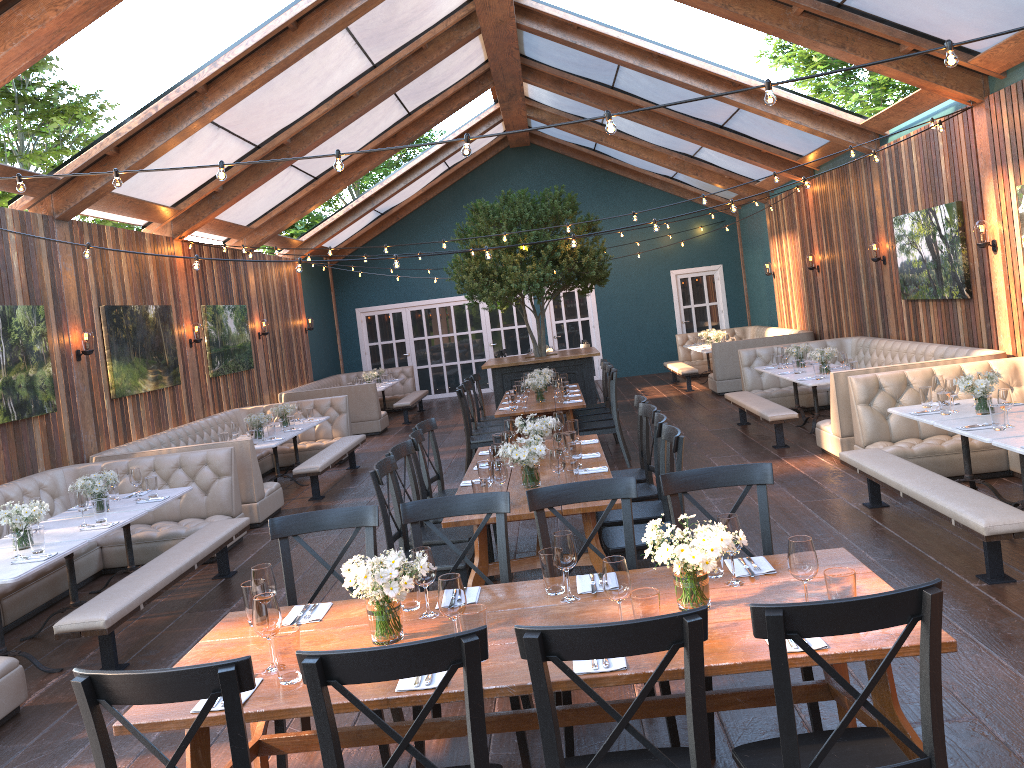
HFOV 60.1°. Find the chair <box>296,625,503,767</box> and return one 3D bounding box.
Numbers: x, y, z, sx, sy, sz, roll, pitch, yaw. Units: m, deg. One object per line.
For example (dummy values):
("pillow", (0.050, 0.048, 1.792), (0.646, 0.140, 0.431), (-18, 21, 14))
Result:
("chair", (-0.247, 1.124, 2.385), (0.477, 1.019, 0.540), (-7, 2, -2))

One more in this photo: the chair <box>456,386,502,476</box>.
("chair", (-0.312, 0.520, 9.554), (0.540, 1.019, 0.478), (-7, 2, -2))

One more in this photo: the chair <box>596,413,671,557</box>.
("chair", (0.789, 0.732, 5.526), (0.539, 1.019, 0.479), (-7, 2, 8))

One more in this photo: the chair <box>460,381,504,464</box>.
("chair", (-0.289, 0.470, 10.114), (0.539, 1.019, 0.478), (-7, 2, 6))

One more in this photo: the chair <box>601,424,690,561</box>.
("chair", (0.766, 0.783, 4.966), (0.539, 1.019, 0.478), (-7, 2, 3))

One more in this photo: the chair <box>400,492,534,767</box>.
("chair", (-0.194, 1.010, 3.644), (0.477, 1.019, 0.541), (-7, 2, 3))

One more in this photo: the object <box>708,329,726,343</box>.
("object", (3.706, -0.825, 15.960), (0.335, 0.309, 0.331), (-4, 4, 45))

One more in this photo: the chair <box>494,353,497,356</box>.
("chair", (-0.041, -0.081, 16.220), (0.540, 1.019, 0.478), (-7, 2, -2))

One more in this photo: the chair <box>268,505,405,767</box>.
("chair", (-0.749, 1.074, 3.669), (0.477, 1.019, 0.540), (-7, 2, -2))

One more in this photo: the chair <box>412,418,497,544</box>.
("chair", (-0.424, 0.777, 6.695), (0.539, 1.019, 0.479), (-6, 2, 10))

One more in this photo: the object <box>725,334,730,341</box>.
("object", (3.748, -0.746, 15.354), (0.092, 0.244, 0.092), (-8, 2, -39))

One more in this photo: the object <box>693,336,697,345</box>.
("object", (3.601, -0.853, 17.327), (0.092, 0.158, 0.092), (-7, 2, -11))

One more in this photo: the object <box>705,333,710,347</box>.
("object", (3.594, -0.801, 16.222), (0.092, 0.244, 0.092), (-8, 2, -39))

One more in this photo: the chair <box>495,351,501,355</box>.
("chair", (-0.032, -0.129, 16.780), (0.539, 1.019, 0.479), (-7, 2, 8))

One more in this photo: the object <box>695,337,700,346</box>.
("object", (3.549, -0.814, 16.934), (0.092, 0.158, 0.092), (-7, 2, -11))

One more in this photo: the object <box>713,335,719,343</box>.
("object", (3.564, -0.730, 15.427), (0.092, 0.244, 0.092), (-8, 2, -39))

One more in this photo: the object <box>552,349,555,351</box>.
("object", (0.750, -0.520, 16.229), (0.092, 0.244, 0.092), (-8, 2, -39))

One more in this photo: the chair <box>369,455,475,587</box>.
("chair", (-0.485, 0.927, 5.022), (0.539, 1.019, 0.478), (-7, 2, 3))

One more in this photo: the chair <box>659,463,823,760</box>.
("chair", (0.918, 0.881, 3.595), (0.477, 1.019, 0.541), (-7, 2, 3))

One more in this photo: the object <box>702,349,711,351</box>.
("object", (3.445, -0.611, 15.528), (0.255, 0.019, 0.158), (-7, 5, 3))

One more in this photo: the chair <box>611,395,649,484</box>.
("chair", (0.836, 0.631, 6.645), (0.539, 1.019, 0.478), (-7, 2, 3))

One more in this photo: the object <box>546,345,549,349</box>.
("object", (0.571, -0.598, 17.001), (0.329, 0.309, 0.337), (-7, 3, 1))

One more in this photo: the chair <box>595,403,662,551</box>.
("chair", (0.813, 0.682, 6.085), (0.540, 1.019, 0.478), (-7, 2, -2))

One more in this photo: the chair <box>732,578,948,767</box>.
("chair", (0.865, 0.995, 2.335), (0.477, 1.019, 0.540), (-7, 2, -2))

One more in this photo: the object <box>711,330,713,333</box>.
("object", (3.873, -0.912, 17.131), (0.092, 0.244, 0.093), (-5, 2, 45))

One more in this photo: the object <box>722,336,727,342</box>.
("object", (3.934, -0.814, 16.393), (0.092, 0.158, 0.092), (-7, 2, -11))

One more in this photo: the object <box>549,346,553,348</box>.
("object", (0.773, -0.619, 17.356), (0.092, 0.244, 0.093), (-5, 2, 45))

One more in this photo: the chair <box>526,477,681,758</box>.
("chair", (0.362, 0.946, 3.619), (0.477, 1.019, 0.540), (-7, 2, -2))

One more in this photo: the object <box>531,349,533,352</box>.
("object", (0.423, -0.565, 17.219), (0.092, 0.244, 0.093), (-5, 2, 45))

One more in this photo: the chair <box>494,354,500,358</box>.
("chair", (-0.016, -0.036, 15.658), (0.539, 1.019, 0.478), (-7, 2, 3))

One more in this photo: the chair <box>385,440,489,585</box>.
("chair", (-0.468, 0.878, 5.581), (0.539, 1.019, 0.479), (-7, 2, 8))

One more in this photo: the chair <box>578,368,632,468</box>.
("chair", (0.955, 0.374, 9.498), (0.539, 1.019, 0.479), (-7, 2, 8))

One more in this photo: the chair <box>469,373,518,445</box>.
("chair", (-0.231, 0.367, 11.232), (0.539, 1.019, 0.479), (-7, 2, 8))

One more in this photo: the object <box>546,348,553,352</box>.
("object", (0.595, -0.512, 15.967), (0.328, 0.309, 0.338), (-6, 3, 18))

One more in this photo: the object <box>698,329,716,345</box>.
("object", (3.726, -0.899, 16.792), (0.337, 0.309, 0.328), (-9, 4, -32))

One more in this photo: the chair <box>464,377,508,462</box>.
("chair", (-0.290, 0.422, 10.675), (0.540, 1.019, 0.478), (-7, 2, -2))

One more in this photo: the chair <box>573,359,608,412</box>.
("chair", (1.025, 0.222, 11.177), (0.539, 1.019, 0.478), (-7, 2, 3))

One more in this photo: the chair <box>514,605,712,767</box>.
("chair", (0.310, 1.059, 2.360), (0.477, 1.019, 0.541), (-7, 2, 3))

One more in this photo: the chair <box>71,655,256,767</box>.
("chair", (-0.802, 1.188, 2.409), (0.477, 1.019, 0.541), (-7, 2, 8))

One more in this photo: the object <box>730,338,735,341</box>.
("object", (3.814, -0.703, 15.264), (0.092, 0.158, 0.092), (-7, 2, -11))

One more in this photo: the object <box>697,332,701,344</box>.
("object", (3.656, -0.895, 17.235), (0.092, 0.244, 0.093), (-5, 2, 45))

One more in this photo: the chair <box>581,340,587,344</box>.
("chair", (1.280, -0.329, 17.283), (0.540, 1.019, 0.478), (-7, 2, -2))

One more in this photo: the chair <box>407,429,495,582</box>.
("chair", (-0.419, 0.825, 6.126), (0.539, 1.019, 0.478), (-7, 2, 0))

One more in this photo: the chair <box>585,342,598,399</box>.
("chair", (1.233, -0.228, 16.164), (0.539, 1.019, 0.478), (-7, 2, 3))

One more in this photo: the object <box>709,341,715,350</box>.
("object", (3.479, -0.672, 15.366), (0.092, 0.158, 0.092), (-7, 2, -11))

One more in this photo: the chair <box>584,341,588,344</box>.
("chair", (1.257, -0.279, 16.724), (0.539, 1.019, 0.479), (-7, 2, 8))

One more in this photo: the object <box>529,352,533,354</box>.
("object", (0.353, -0.460, 16.076), (0.092, 0.244, 0.092), (-8, 2, -39))

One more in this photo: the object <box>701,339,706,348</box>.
("object", (3.509, -0.743, 16.162), (0.092, 0.158, 0.092), (-7, 2, -11))

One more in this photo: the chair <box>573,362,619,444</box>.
("chair", (1.002, 0.273, 10.617), (0.540, 1.019, 0.478), (-7, 2, -2))

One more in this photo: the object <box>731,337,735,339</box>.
("object", (3.903, -0.746, 15.644), (0.092, 0.158, 0.092), (-7, 2, -11))

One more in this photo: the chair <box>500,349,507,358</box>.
("chair", (0.070, -0.189, 17.336), (0.539, 1.019, 0.479), (-7, 2, 8))

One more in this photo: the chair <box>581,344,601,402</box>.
("chair", (1.189, -0.174, 15.588), (0.540, 1.019, 0.477), (-7, 2, -14))

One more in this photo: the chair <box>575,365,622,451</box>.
("chair", (0.978, 0.323, 10.057), (0.539, 1.019, 0.478), (-7, 2, 3))

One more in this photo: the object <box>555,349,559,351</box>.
("object", (0.891, -0.595, 17.420), (0.091, 0.158, 0.092), (-6, 2, 29))

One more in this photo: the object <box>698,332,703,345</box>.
("object", (3.634, -0.872, 16.994), (0.092, 0.244, 0.093), (-5, 2, 45))

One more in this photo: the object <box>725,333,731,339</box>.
("object", (3.808, -0.772, 15.582), (0.092, 0.244, 0.092), (-8, 2, -39))
